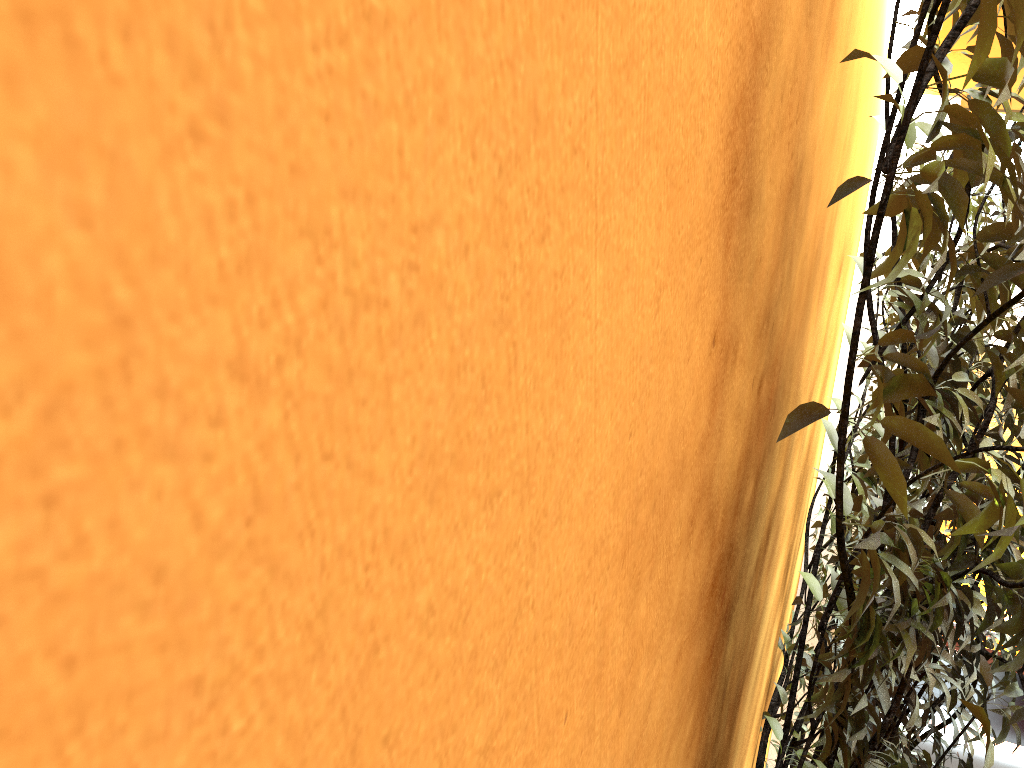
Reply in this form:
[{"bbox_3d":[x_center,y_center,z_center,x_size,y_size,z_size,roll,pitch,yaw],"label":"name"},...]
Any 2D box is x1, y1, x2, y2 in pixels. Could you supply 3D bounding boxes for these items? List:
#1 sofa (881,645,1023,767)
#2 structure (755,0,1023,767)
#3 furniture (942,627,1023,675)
[{"bbox_3d":[1.901,1.738,4.375,0.943,0.652,2.025,10,0,22],"label":"sofa"},{"bbox_3d":[0.812,0.337,1.713,0.622,2.483,3.166,10,0,21],"label":"structure"},{"bbox_3d":[4.683,2.046,5.347,6.000,0.109,0.600,10,0,22],"label":"furniture"}]
